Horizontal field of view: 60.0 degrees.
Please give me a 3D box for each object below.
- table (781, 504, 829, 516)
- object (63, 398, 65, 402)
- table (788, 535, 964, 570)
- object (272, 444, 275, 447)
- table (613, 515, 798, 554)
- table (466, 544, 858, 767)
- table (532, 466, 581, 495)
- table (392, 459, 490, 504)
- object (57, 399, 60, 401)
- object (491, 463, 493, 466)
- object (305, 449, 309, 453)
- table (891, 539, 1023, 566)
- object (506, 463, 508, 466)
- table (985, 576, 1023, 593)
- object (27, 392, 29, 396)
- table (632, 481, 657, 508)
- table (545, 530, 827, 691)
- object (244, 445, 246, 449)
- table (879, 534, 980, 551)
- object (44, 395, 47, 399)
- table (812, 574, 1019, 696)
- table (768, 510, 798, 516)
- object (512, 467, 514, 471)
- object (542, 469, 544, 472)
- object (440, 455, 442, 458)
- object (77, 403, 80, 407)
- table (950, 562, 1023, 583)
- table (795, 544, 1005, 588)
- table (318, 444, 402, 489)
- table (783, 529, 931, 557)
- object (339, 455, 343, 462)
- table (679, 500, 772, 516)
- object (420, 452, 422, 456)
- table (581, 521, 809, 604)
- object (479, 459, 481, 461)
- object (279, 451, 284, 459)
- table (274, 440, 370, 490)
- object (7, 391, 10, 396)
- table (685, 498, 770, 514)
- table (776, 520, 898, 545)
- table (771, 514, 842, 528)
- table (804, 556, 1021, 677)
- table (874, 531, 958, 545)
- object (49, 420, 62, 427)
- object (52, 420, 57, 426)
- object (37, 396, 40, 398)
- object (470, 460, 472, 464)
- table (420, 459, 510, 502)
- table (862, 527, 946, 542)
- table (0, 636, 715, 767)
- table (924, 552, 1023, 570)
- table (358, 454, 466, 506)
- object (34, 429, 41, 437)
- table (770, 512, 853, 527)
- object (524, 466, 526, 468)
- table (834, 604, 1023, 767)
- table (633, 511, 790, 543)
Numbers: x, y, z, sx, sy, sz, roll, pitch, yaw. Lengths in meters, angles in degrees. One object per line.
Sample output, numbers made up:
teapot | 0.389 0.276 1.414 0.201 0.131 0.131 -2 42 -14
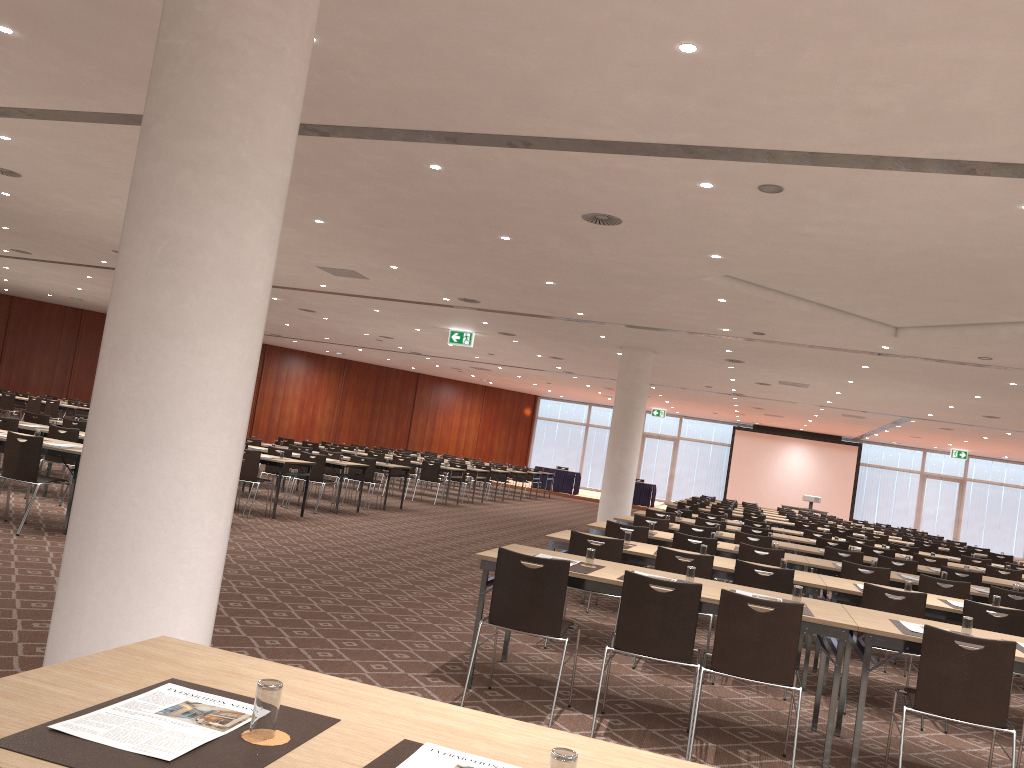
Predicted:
table | 10.088 4.728 30.772 1.539 0.832 0.954 8 -4 15
object | -12.910 0.467 25.549 0.054 0.114 0.054 10 -4 -18
table | 5.116 2.818 12.785 2.266 0.832 0.954 8 -4 15
object | -4.137 1.096 15.367 0.054 0.114 0.054 8 -4 4
table | 2.439 2.313 11.465 2.266 0.832 0.954 8 -4 15
table | 0.910 1.671 5.692 2.266 0.832 0.954 8 -4 15
table | 1.654 3.597 33.104 1.712 0.832 1.043 8 -4 15
table | -1.824 2.436 22.467 2.266 0.832 0.954 8 -4 15
object | -11.870 0.462 23.209 0.054 0.114 0.054 12 -5 -41
object | -0.593 2.408 26.250 0.054 0.114 0.054 8 -4 4
object | -3.523 1.178 15.199 0.054 0.114 0.054 8 -4 4
table | 8.685 3.697 17.473 2.266 0.832 0.954 8 -4 15
object | -0.184 2.755 30.275 0.054 0.114 0.054 8 -4 4
table | 6.775 2.894 10.257 2.266 0.832 0.954 8 -4 15
object | -14.143 0.303 25.910 0.054 0.114 0.054 10 -4 -18
table | 4.370 3.961 32.347 1.712 0.832 1.043 8 -4 15
table | 1.420 1.885 7.616 2.266 0.832 0.954 8 -4 15
object | -4.022 0.965 13.268 0.054 0.114 0.054 7 -4 27
table | 9.195 3.911 19.397 2.266 0.832 0.954 8 -4 15
object | -13.531 0.385 25.736 0.054 0.114 0.054 10 -4 -18
table | 3.588 2.175 7.012 2.266 0.832 0.954 8 -4 15
table | 8.555 4.263 25.774 2.266 0.832 0.954 8 -4 15
object | 0.036 2.493 26.084 0.054 0.114 0.054 8 -4 4
object | 1.050 2.921 29.936 0.054 0.114 0.054 8 -4 4
object | -2.139 2.202 26.687 0.054 0.114 0.054 10 -4 -18
object | -11.250 0.544 23.028 0.054 0.114 0.054 12 -5 -41
table | 7.284 3.108 12.181 2.266 0.832 0.954 8 -4 15
table | 4.607 2.604 10.861 2.266 0.832 0.954 8 -4 15
table | -3.992 2.145 23.071 2.266 0.832 0.954 8 -4 15
table | 5.626 3.032 14.709 2.266 0.832 0.954 8 -4 15
object | -2.889 1.262 15.016 0.054 0.114 0.054 8 -4 4
table | 5.368 3.545 22.529 2.266 0.832 0.954 8 -4 15
object | -2.751 2.120 26.857 0.054 0.114 0.054 10 -4 -18
table | 1.929 2.099 9.541 2.266 0.832 0.954 8 -4 15
object | -1.113 2.631 30.537 0.054 0.114 0.054 10 -4 -18
object | -3.399 1.048 13.092 0.054 0.114 0.054 7 -4 27
table | -4.502 1.931 21.146 2.266 0.832 0.954 8 -4 15
object | -13.424 0.253 23.632 0.054 0.114 0.054 10 -4 -18
table | 5.878 3.759 24.454 2.266 0.832 0.954 8 -4 15
table | 6.517 3.407 18.077 2.266 0.832 0.954 8 -4 15
table | 7.536 3.835 21.925 2.266 0.832 0.954 8 -4 15
table | 4.097 2.389 8.937 2.266 0.832 0.954 8 -4 15
table | 9.704 4.125 21.322 2.266 0.832 0.954 8 -4 15
object | -6.412 1.128 13.930 2.266 0.832 0.954 8 -4 15
object | -6.076 0.544 11.769 0.054 0.114 0.054 10 -4 -18
object | -12.487 0.378 23.365 0.054 0.114 0.054 12 -5 -41
object | -1.212 2.326 26.433 0.054 0.114 0.054 8 -4 4
table | -1.315 2.650 24.391 2.266 0.832 0.954 8 -4 15
table | 10.214 4.339 23.246 2.266 0.832 0.954 8 -4 15
table | -0.120 1.238 1.802 2.266 0.832 0.954 8 -4 15
table | 7.794 3.322 14.106 2.266 0.832 0.954 8 -4 15
table | -2.334 2.221 20.542 2.266 0.832 0.954 8 -4 15
object | -5.045 0.537 9.429 0.054 0.114 0.054 8 -4 4
table | 8.046 4.049 23.850 2.266 0.832 0.954 8 -4 15
object | 0.435 2.839 30.104 0.054 0.114 0.054 8 -4 4
table | 3.078 1.961 5.088 2.266 0.832 0.954 8 -4 15
table | 2.948 2.527 13.389 2.266 0.832 0.954 8 -4 15
